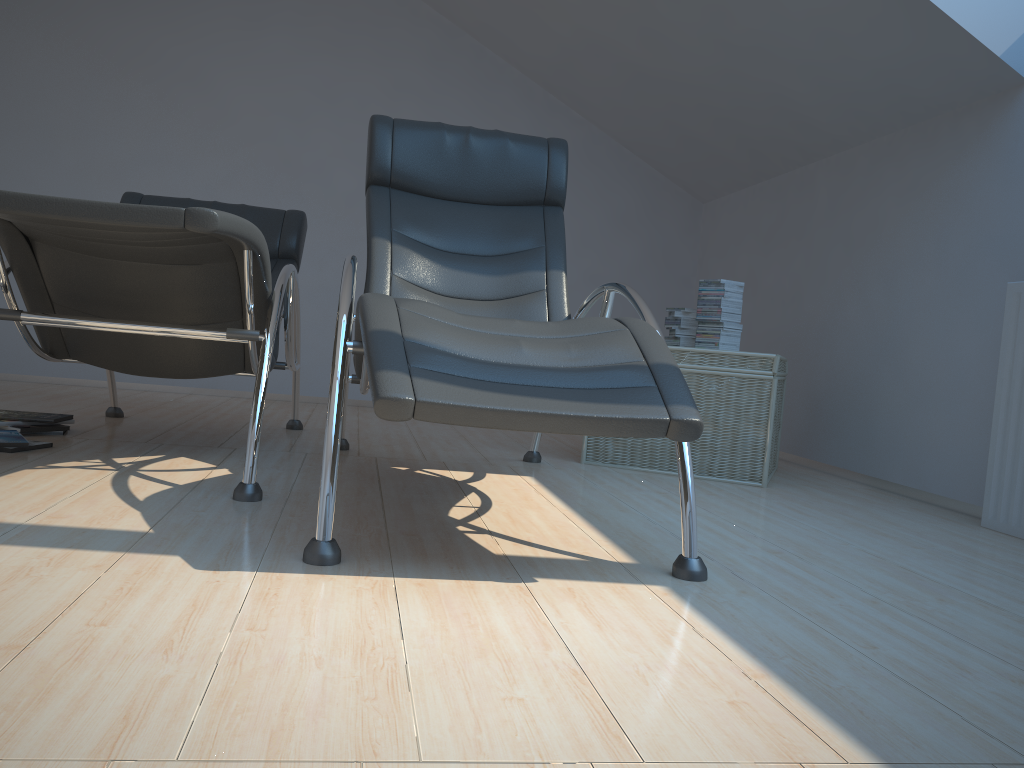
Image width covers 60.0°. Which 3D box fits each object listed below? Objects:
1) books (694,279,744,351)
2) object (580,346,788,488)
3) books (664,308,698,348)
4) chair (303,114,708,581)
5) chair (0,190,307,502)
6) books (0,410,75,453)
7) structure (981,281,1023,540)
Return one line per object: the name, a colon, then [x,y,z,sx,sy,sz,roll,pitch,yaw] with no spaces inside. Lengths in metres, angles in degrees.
books: [0.857,-0.277,3.682,0.149,0.300,0.149,3,3,-39]
object: [0.774,0.105,3.849,0.745,0.518,0.744,6,2,20]
books: [0.757,-0.234,3.873,0.162,0.184,0.165,5,2,-12]
chair: [-0.080,-0.290,2.560,0.836,1.251,1.938,5,2,-10]
chair: [-1.136,-0.246,2.898,0.836,0.953,2.114,5,2,-10]
books: [-0.516,0.241,1.316,1.045,0.222,4.790,3,3,-43]
structure: [1.737,0.111,2.244,0.120,0.800,1.324,5,2,-10]
